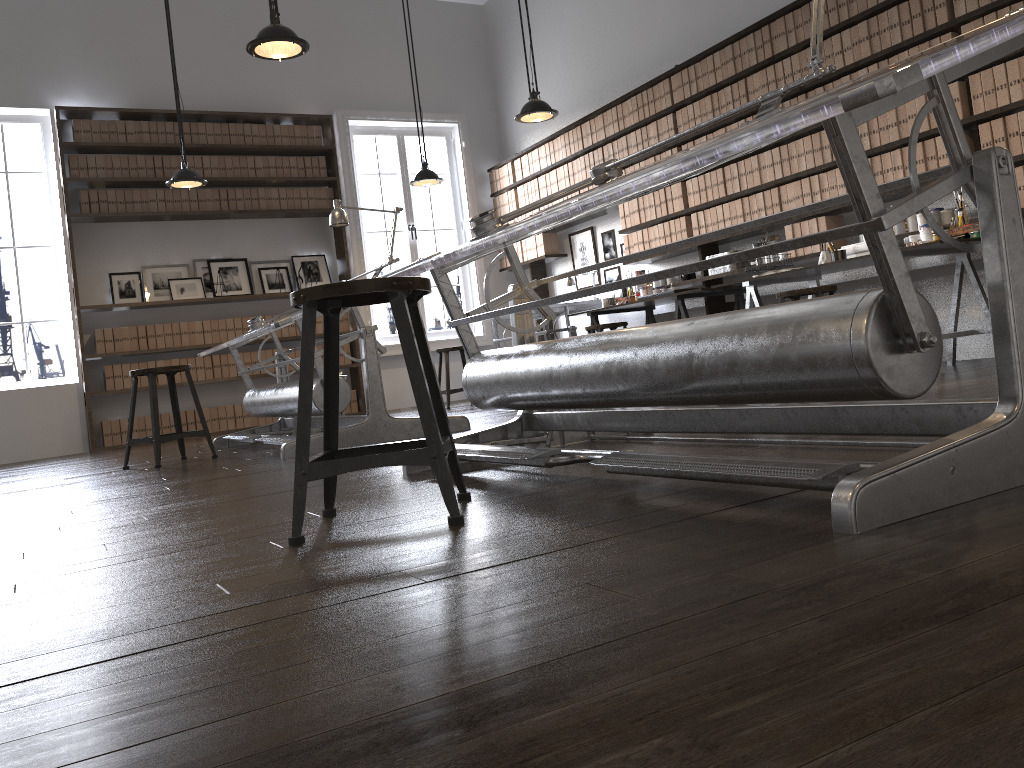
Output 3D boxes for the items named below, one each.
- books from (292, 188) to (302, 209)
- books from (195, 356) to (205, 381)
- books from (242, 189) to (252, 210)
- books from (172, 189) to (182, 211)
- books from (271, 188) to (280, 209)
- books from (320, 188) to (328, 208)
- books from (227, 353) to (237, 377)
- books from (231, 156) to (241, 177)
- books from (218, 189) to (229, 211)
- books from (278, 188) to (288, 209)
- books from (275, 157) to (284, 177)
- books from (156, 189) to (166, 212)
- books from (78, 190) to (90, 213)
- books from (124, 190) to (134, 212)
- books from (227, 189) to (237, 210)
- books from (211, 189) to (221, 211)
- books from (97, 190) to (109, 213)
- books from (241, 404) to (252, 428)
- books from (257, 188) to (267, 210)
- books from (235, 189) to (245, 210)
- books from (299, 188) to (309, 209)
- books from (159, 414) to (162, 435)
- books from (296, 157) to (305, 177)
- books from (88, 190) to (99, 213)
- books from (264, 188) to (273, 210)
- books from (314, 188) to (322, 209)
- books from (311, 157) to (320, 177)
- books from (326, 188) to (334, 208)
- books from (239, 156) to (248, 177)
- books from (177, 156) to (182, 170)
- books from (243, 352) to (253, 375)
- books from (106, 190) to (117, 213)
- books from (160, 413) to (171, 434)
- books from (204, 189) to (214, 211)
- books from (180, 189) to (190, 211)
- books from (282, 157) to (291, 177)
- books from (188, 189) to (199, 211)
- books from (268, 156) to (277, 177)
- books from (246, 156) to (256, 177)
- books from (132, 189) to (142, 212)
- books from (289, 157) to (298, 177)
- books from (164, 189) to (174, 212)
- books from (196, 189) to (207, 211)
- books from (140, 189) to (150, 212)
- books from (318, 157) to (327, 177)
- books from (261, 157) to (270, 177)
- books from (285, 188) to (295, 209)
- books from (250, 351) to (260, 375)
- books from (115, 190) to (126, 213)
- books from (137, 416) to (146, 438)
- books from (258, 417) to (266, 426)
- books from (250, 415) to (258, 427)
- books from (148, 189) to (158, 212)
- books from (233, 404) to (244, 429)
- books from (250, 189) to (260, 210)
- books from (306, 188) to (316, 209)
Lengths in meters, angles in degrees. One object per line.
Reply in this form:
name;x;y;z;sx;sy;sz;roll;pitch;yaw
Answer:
books;-2.146;-1.805;8.755;0.067;0.226;0.174;-6;-1;-29
books;-2.892;-0.139;8.178;0.067;0.226;0.174;-6;-1;-29
books;-2.563;-1.749;8.520;0.067;0.226;0.174;-6;-1;-29
books;-3.114;-1.675;8.212;0.067;0.226;0.174;-6;-1;-29
books;-2.329;-1.780;8.648;0.067;0.226;0.174;-6;-1;-29
books;-1.909;-1.836;8.885;0.067;0.226;0.174;-6;-1;-29
books;-2.643;-0.172;8.316;0.067;0.226;0.174;-6;-1;-29
books;-2.661;-2.051;8.497;0.067;0.226;0.174;-6;-1;-29
books;-2.749;-1.724;8.410;0.067;0.226;0.174;-6;-1;-29
books;-2.265;-1.789;8.682;0.067;0.226;0.174;-6;-1;-29
books;-2.305;-2.098;8.695;0.067;0.226;0.174;-6;-1;-29
books;-3.233;-1.659;8.138;0.067;0.226;0.174;-6;-1;-29
books;-3.784;-1.585;7.835;0.067;0.226;0.174;-6;-1;-29
books;-3.470;-1.627;8.011;0.067;0.226;0.174;-6;-1;-29
books;-2.687;-1.732;8.451;0.067;0.226;0.174;-6;-1;-29
books;-2.816;-1.715;8.378;0.067;0.226;0.174;-6;-1;-29
books;-3.655;-1.603;7.908;0.067;0.226;0.174;-6;-1;-29
books;-2.517;0.298;8.343;0.067;0.226;0.174;-6;-1;-29
books;-2.440;-1.765;8.582;0.067;0.226;0.174;-6;-1;-29
books;-2.623;-1.741;8.482;0.067;0.226;0.174;-6;-1;-29
books;-2.084;-1.813;8.786;0.067;0.226;0.174;-6;-1;-29
books;-3.198;0.389;7.964;0.067;0.226;0.174;-6;-1;-29
books;-2.120;-2.123;8.800;0.067;0.226;0.174;-6;-1;-29
books;-3.717;-1.594;7.866;0.067;0.226;0.174;-6;-1;-29
books;-2.384;-1.773;8.619;0.067;0.226;0.174;-6;-1;-29
books;-1.962;-1.829;8.850;0.067;0.226;0.174;-6;-1;-29
books;-1.991;-2.140;8.872;0.067;0.226;0.174;-6;-1;-29
books;-1.849;-1.844;8.920;0.067;0.226;0.174;-6;-1;-29
books;-2.600;-2.059;8.529;0.067;0.226;0.174;-6;-1;-29
books;-3.084;-1.994;8.251;0.067;0.226;0.174;-6;-1;-29
books;-2.523;-0.188;8.392;0.067;0.226;0.174;-6;-1;-29
books;-3.591;-1.611;7.938;0.067;0.226;0.174;-6;-1;-29
books;-3.136;0.381;7.999;0.067;0.226;0.174;-6;-1;-29
books;-2.872;-1.707;8.344;0.067;0.226;0.174;-6;-1;-29
books;-3.052;-1.683;8.242;0.067;0.226;0.174;-6;-1;-29
books;-2.243;-2.107;8.730;0.067;0.226;0.174;-6;-1;-29
books;-2.987;-1.692;8.275;0.067;0.226;0.174;-6;-1;-29
books;-2.361;-2.091;8.657;0.067;0.226;0.174;-6;-1;-29
books;-2.537;-2.067;8.560;0.067;0.226;0.174;-6;-1;-29
books;-3.408;-1.635;8.039;0.067;0.226;0.174;-6;-1;-29
books;-2.180;-2.115;8.761;0.067;0.226;0.174;-6;-1;-29
books;-3.174;-1.667;8.176;0.067;0.226;0.174;-6;-1;-29
books;-2.925;-1.700;8.310;0.067;0.226;0.174;-6;-1;-29
books;-3.352;-1.643;8.075;0.067;0.226;0.174;-6;-1;-29
books;-1.924;-2.149;8.907;0.067;0.226;0.174;-6;-1;-29
books;-2.421;-2.083;8.629;0.067;0.226;0.174;-6;-1;-29
books;-2.206;-1.797;8.719;0.067;0.226;0.174;-6;-1;-29
books;-2.461;-0.197;8.424;0.067;0.226;0.174;-6;-1;-29
books;-3.531;-1.619;7.976;0.067;0.226;0.174;-6;-1;-29
books;-3.314;0.404;7.898;0.067;0.226;0.174;-6;-1;-29
books;-2.403;0.283;8.404;0.067;0.226;0.174;-6;-1;-29
books;-2.463;0.290;8.375;0.067;0.226;0.174;-6;-1;-29
books;-3.297;-1.650;8.104;0.067;0.226;0.174;-6;-1;-29
books;-2.579;0.306;8.306;0.067;0.226;0.174;-6;-1;-29
books;-2.501;-1.757;8.554;0.067;0.226;0.174;-6;-1;-29
books;-2.019;-1.821;8.818;0.067;0.226;0.174;-6;-1;-29
